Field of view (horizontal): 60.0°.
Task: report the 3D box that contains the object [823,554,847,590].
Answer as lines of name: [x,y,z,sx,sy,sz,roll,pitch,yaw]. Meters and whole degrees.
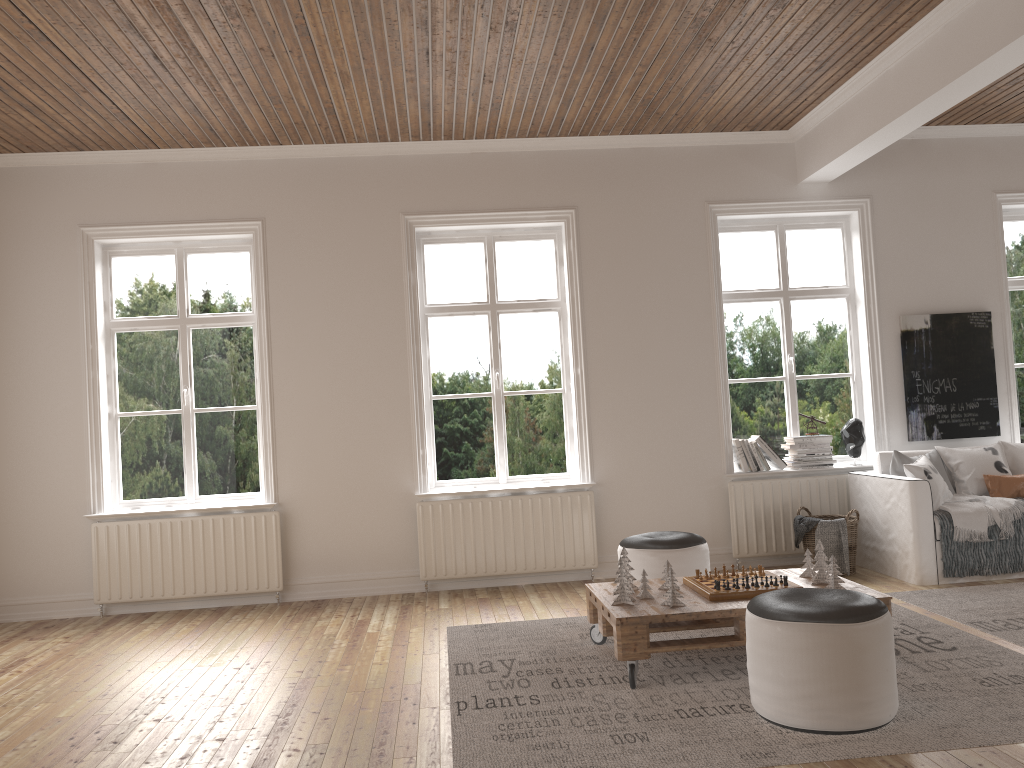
object: [1.431,0.838,3.945,0.082,0.160,0.082,-3,-2,-16]

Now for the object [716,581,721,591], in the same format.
object: [0.914,0.894,3.934,0.019,0.040,0.019,-3,-2,-9]

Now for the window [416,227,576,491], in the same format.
window: [-0.113,-0.181,6.344,1.055,1.872,0.120,-3,-2,-5]

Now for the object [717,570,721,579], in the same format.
object: [0.981,0.903,4.205,0.017,0.037,0.017,-4,-2,14]

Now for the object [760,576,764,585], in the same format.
object: [1.127,0.886,3.998,0.017,0.037,0.017,-4,-2,14]

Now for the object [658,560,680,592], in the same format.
object: [0.733,0.896,4.172,0.077,0.141,0.082,-2,-2,-24]

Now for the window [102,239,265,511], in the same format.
window: [-2.271,-0.064,6.157,1.055,1.872,0.120,-3,-2,-5]

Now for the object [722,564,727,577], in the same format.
object: [1.018,0.892,4.253,0.025,0.058,0.025,-5,-3,40]

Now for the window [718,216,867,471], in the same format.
window: [2.045,-0.297,6.531,1.055,1.872,0.120,-3,-2,-5]

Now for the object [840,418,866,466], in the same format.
object: [2.462,0.417,6.396,0.171,0.340,0.177,-5,-3,31]

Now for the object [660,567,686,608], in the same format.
object: [0.691,0.873,3.830,0.085,0.166,0.085,-3,-2,-19]

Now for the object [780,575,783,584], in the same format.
object: [1.216,0.881,4.005,0.017,0.037,0.017,-4,-2,14]

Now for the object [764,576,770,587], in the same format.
object: [1.136,0.879,3.955,0.022,0.047,0.022,-4,-2,27]

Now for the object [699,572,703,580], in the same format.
object: [0.894,0.907,4.196,0.017,0.037,0.017,-4,-2,14]

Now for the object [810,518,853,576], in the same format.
object: [2.096,1.052,5.860,0.290,0.356,0.349,-4,-2,24]

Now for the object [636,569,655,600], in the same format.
object: [0.599,0.902,4.019,0.072,0.132,0.076,-3,-2,-4]

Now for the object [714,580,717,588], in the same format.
object: [0.914,0.897,3.980,0.017,0.037,0.017,-2,-2,-24]

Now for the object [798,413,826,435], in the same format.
object: [2.162,0.282,6.377,0.092,0.161,0.177,-2,-3,-37]

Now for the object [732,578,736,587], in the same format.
object: [0.999,0.893,3.989,0.017,0.037,0.017,-4,-2,14]

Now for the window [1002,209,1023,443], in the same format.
window: [4.201,-0.413,6.718,1.055,1.872,0.120,-3,-2,-5]

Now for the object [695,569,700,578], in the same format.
object: [0.888,0.908,4.241,0.019,0.040,0.019,-3,-2,-9]

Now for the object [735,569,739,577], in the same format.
object: [1.069,0.898,4.212,0.017,0.037,0.017,-4,-2,14]

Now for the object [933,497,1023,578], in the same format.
object: [3.388,0.933,5.695,1.680,0.423,0.651,-3,-2,-5]

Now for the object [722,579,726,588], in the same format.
object: [0.953,0.895,3.986,0.017,0.037,0.017,-4,-2,14]

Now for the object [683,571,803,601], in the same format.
object: [1.057,0.931,4.101,0.429,0.036,0.429,-3,-2,-5]

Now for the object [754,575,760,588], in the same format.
object: [1.090,0.877,3.951,0.025,0.055,0.025,-4,-2,27]

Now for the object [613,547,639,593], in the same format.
object: [0.535,0.872,4.193,0.108,0.213,0.109,-4,-2,20]

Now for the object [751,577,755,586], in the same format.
object: [1.084,0.888,3.995,0.017,0.037,0.017,-4,-2,14]

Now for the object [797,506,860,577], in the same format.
object: [2.112,1.041,5.901,0.393,0.432,0.393,-4,-2,17]

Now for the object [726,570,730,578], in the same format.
object: [1.023,0.901,4.209,0.017,0.037,0.017,-4,-2,14]

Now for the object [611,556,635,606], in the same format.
object: [0.490,0.867,3.938,0.106,0.208,0.107,-4,-2,11]

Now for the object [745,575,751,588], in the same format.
object: [1.047,0.878,3.946,0.025,0.058,0.025,-5,-3,40]

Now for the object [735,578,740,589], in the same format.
object: [1.002,0.886,3.943,0.022,0.047,0.022,-2,-3,-37]

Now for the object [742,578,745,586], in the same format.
object: [1.040,0.891,3.990,0.017,0.037,0.017,-4,-2,14]

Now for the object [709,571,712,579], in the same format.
object: [0.940,0.905,4.200,0.017,0.037,0.017,-4,-2,14]

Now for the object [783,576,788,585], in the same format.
object: [1.222,0.877,3.961,0.019,0.040,0.019,-4,-3,29]

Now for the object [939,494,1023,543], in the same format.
object: [2.941,0.822,5.672,0.588,0.255,0.729,-3,-2,-1]

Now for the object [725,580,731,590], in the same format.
object: [0.958,0.890,3.940,0.026,0.044,0.026,-5,-3,40]

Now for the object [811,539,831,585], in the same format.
object: [1.441,0.823,4.124,0.111,0.204,0.118,-4,-2,18]

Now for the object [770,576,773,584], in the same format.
object: [1.170,0.884,4.002,0.017,0.037,0.017,-4,-2,14]

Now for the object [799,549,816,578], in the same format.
object: [1.437,0.863,4.291,0.079,0.137,0.075,-5,-3,44]

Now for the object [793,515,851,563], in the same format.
object: [2.042,1.039,5.884,0.367,0.332,0.303,-3,-2,-14]

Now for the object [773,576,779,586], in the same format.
object: [1.177,0.878,3.960,0.026,0.044,0.026,-5,-3,40]
